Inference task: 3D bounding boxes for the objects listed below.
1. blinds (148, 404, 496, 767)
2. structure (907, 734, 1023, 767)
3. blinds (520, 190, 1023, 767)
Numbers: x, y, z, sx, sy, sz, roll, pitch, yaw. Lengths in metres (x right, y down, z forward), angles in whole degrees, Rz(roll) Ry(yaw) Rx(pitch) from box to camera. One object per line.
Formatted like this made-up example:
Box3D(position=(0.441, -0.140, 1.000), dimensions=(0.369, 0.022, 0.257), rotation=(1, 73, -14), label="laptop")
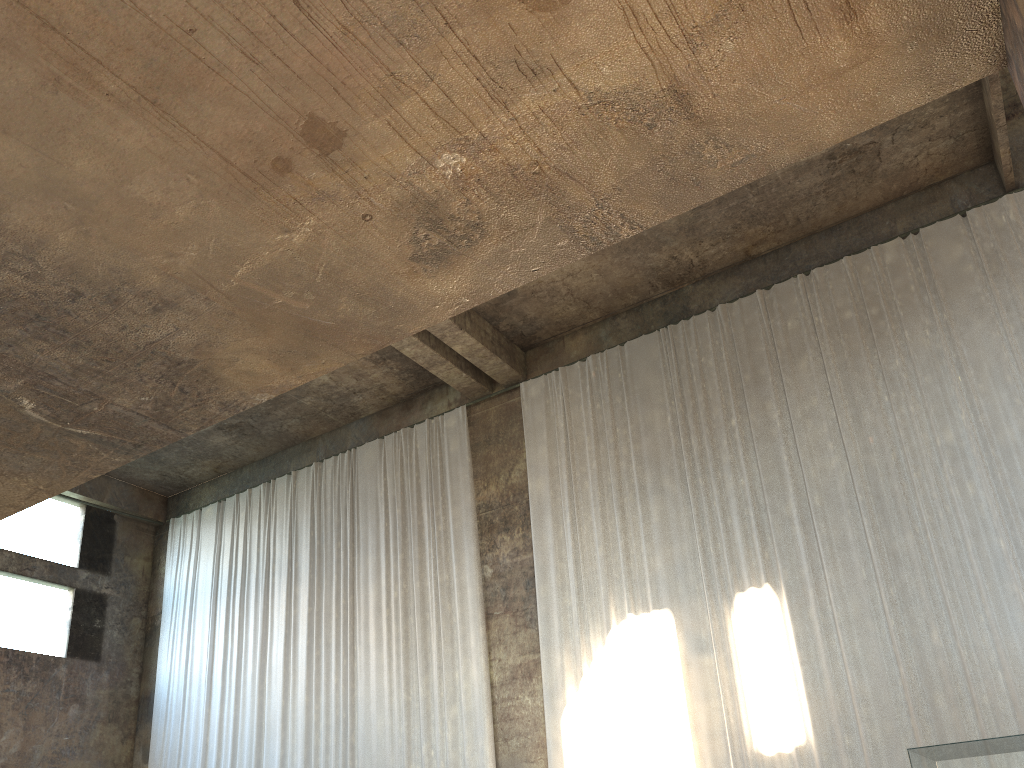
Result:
Box3D(position=(-3.674, 5.311, 15.052), dimensions=(7.960, 8.209, 0.284), rotation=(-20, -28, 27), label="blinds")
Box3D(position=(1.827, 1.868, 2.656), dimensions=(0.756, 1.468, 0.614), rotation=(-19, -29, 28), label="structure")
Box3D(position=(3.621, 2.462, 10.955), dimensions=(7.974, 8.209, 0.284), rotation=(-21, -29, 29), label="blinds")
